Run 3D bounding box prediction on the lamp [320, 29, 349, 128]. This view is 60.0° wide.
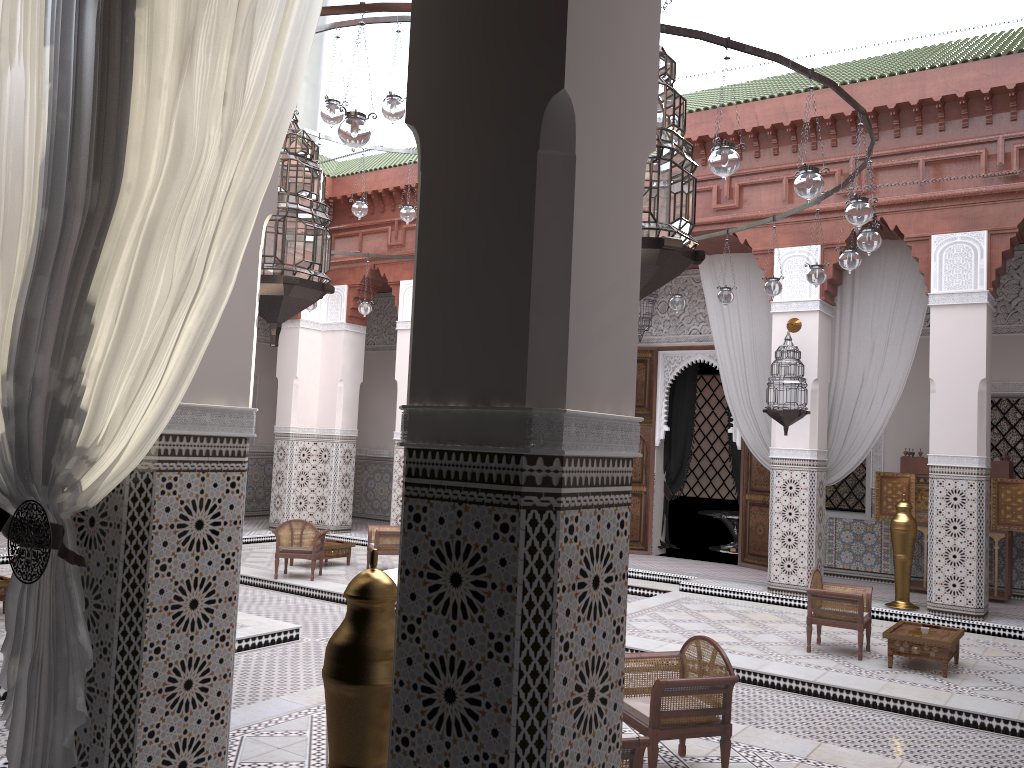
[{"bbox_3d":[-0.615,-1.056,3.027,0.091,0.371,0.090,0,-5,34],"label":"lamp"}]

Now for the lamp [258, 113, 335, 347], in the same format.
[{"bbox_3d":[-0.464,-0.351,1.791,0.216,0.552,0.221,0,-5,34],"label":"lamp"}]

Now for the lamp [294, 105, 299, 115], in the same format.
[{"bbox_3d":[-0.808,-1.057,3.154,0.090,0.371,0.091,5,-4,-31],"label":"lamp"}]

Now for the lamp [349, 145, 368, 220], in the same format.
[{"bbox_3d":[-0.732,-0.977,4.293,0.090,0.371,0.091,2,-4,14],"label":"lamp"}]

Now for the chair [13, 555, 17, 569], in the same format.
[{"bbox_3d":[-1.816,0.749,3.464,0.208,0.313,0.263,4,-4,-20],"label":"chair"}]

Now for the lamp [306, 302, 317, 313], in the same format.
[{"bbox_3d":[-1.137,-0.587,5.029,0.090,0.371,0.091,1,-4,29],"label":"lamp"}]

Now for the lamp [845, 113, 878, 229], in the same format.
[{"bbox_3d":[1.043,-0.644,2.639,0.090,0.371,0.091,1,-4,19],"label":"lamp"}]

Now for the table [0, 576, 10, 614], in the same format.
[{"bbox_3d":[-2.130,0.817,3.412,0.229,0.142,0.330,0,-5,34],"label":"table"}]

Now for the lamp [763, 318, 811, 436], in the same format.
[{"bbox_3d":[1.391,-0.048,4.477,0.216,0.618,0.217,0,-5,34],"label":"lamp"}]

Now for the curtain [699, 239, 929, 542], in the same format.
[{"bbox_3d":[1.591,0.127,4.763,1.304,1.761,0.048,0,-5,34],"label":"curtain"}]

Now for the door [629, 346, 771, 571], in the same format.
[{"bbox_3d":[1.245,0.419,5.852,1.244,1.461,0.419,0,-5,34],"label":"door"}]

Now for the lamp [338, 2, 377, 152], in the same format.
[{"bbox_3d":[-0.383,-0.744,2.149,0.090,0.371,0.091,6,-5,-41],"label":"lamp"}]

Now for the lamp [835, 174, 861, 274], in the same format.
[{"bbox_3d":[1.262,-0.591,3.280,0.090,0.371,0.091,6,-5,-41],"label":"lamp"}]

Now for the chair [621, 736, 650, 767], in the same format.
[{"bbox_3d":[0.105,0.718,1.647,0.208,0.313,0.263,4,-4,-15],"label":"chair"}]

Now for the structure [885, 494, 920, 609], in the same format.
[{"bbox_3d":[1.888,0.801,4.280,0.156,0.539,0.156,-1,-5,40],"label":"structure"}]

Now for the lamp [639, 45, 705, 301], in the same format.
[{"bbox_3d":[0.180,-0.350,1.349,0.216,0.552,0.221,0,-5,34],"label":"lamp"}]

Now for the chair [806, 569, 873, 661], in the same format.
[{"bbox_3d":[1.288,0.896,3.488,0.208,0.313,0.263,0,-4,30],"label":"chair"}]

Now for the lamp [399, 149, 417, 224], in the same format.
[{"bbox_3d":[-0.503,-0.963,4.346,0.090,0.371,0.091,0,-5,39],"label":"lamp"}]

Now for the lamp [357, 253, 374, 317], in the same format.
[{"bbox_3d":[-0.837,-0.568,5.099,0.090,0.371,0.091,0,-5,39],"label":"lamp"}]

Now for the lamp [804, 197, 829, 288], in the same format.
[{"bbox_3d":[1.245,-0.571,3.591,0.091,0.371,0.090,0,-5,34],"label":"lamp"}]

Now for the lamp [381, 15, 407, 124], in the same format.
[{"bbox_3d":[-0.397,-1.050,2.960,0.091,0.371,0.090,1,-4,24],"label":"lamp"}]

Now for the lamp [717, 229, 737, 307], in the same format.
[{"bbox_3d":[1.015,-0.544,4.167,0.091,0.371,0.090,1,-4,19],"label":"lamp"}]

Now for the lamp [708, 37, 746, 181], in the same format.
[{"bbox_3d":[0.544,-0.695,2.232,0.090,0.371,0.091,1,-4,19],"label":"lamp"}]

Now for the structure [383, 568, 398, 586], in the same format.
[{"bbox_3d":[-0.364,0.921,3.568,0.528,0.310,0.501,0,-5,34],"label":"structure"}]

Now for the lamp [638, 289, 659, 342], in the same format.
[{"bbox_3d":[0.762,-0.530,5.202,0.221,0.571,0.220,0,-5,34],"label":"lamp"}]

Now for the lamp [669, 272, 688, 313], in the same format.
[{"bbox_3d":[0.833,-0.536,4.415,0.091,0.371,0.090,2,-4,9],"label":"lamp"}]

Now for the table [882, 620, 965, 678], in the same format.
[{"bbox_3d":[1.540,0.982,3.313,0.229,0.142,0.330,0,-5,34],"label":"table"}]

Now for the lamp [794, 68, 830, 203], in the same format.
[{"bbox_3d":[0.810,-0.672,2.389,0.090,0.371,0.091,1,-4,19],"label":"lamp"}]

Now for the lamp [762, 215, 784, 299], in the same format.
[{"bbox_3d":[1.157,-0.556,3.889,0.091,0.371,0.090,0,-5,34],"label":"lamp"}]

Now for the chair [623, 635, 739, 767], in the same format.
[{"bbox_3d":[0.374,0.760,2.100,0.208,0.313,0.263,4,-4,-20],"label":"chair"}]

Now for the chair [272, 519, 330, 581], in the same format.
[{"bbox_3d":[-1.116,0.863,4.675,0.263,0.313,0.208,3,-4,1],"label":"chair"}]

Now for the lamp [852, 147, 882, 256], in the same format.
[{"bbox_3d":[1.210,-0.614,2.975,0.090,0.371,0.091,5,-4,-31],"label":"lamp"}]

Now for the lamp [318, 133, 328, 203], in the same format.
[{"bbox_3d":[-0.909,-0.994,4.168,0.091,0.371,0.090,5,-4,-31],"label":"lamp"}]

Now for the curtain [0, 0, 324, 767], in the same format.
[{"bbox_3d":[-0.705,-0.203,1.435,1.304,1.761,0.137,0,-5,34],"label":"curtain"}]

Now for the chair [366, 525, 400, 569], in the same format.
[{"bbox_3d":[-0.690,0.903,4.984,0.208,0.313,0.263,4,-4,-20],"label":"chair"}]

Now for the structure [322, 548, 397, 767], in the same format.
[{"bbox_3d":[-0.205,0.499,1.225,0.156,0.539,0.156,6,-5,-39],"label":"structure"}]

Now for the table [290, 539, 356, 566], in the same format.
[{"bbox_3d":[-1.105,0.979,5.125,0.229,0.142,0.330,0,-5,34],"label":"table"}]
